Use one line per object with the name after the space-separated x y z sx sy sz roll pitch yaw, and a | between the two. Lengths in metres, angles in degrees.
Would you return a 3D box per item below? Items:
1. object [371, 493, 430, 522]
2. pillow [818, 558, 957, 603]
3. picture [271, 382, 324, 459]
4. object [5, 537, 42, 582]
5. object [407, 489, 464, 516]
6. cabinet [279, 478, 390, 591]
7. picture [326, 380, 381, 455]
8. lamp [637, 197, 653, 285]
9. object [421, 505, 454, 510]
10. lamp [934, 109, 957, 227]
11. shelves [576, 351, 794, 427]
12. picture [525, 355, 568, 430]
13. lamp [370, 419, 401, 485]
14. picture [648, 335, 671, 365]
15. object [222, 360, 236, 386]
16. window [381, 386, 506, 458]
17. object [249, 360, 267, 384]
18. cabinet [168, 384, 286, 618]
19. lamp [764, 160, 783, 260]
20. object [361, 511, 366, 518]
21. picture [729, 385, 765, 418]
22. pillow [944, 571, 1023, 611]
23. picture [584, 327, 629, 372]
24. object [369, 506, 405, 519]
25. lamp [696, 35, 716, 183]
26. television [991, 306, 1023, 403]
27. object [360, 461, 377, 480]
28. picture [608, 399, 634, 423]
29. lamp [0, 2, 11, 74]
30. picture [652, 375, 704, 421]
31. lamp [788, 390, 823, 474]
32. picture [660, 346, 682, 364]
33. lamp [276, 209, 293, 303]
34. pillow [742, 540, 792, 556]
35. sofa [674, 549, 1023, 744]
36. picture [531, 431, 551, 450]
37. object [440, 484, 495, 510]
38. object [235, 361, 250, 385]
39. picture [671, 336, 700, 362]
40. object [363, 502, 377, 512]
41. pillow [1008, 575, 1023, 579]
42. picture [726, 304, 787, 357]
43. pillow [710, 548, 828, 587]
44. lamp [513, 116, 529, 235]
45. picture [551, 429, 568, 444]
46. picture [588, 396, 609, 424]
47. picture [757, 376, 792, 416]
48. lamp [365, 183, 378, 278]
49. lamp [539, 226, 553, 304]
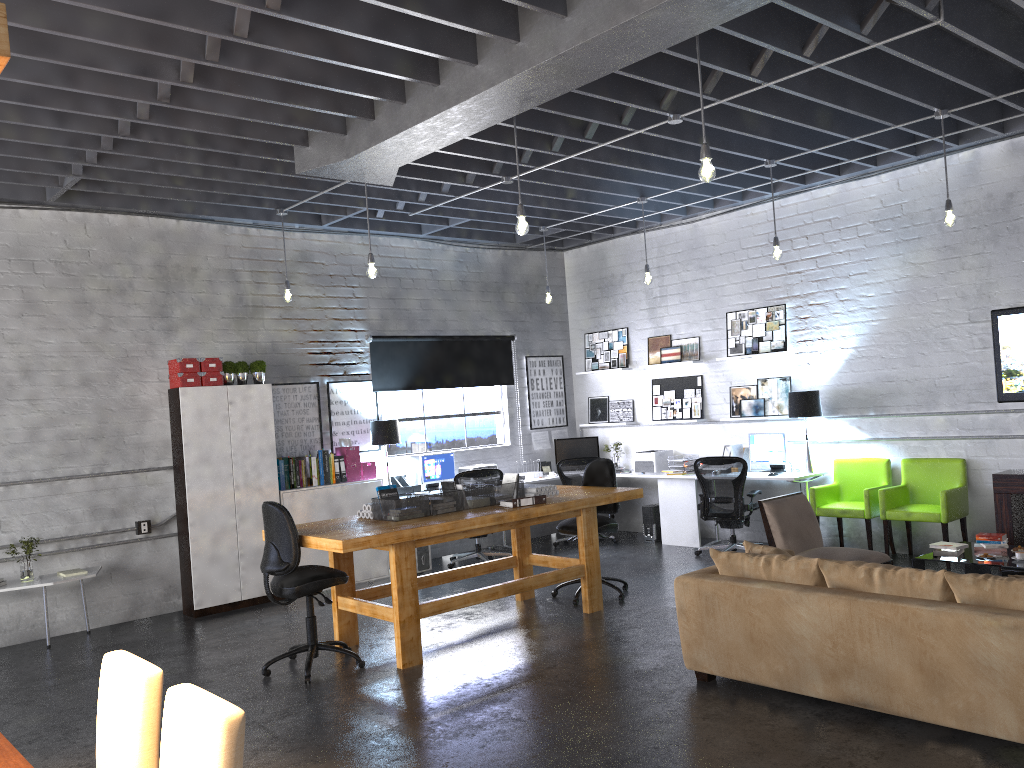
-0.806 0.892 6.416 0.306 0.156 0.317 -3 -2 -41 | object
1.943 1.090 4.498 0.291 0.402 0.667 -3 -1 -41 | pillow
-2.222 0.378 9.064 0.606 0.780 0.020 -3 -1 -41 | picture
-3.942 1.423 7.195 0.271 0.363 0.297 -4 -1 -6 | object
-0.575 0.880 6.618 0.306 0.156 0.317 -3 -2 -41 | object
-1.883 1.523 8.986 1.151 1.021 0.466 -3 -1 -41 | cabinet
-1.694 0.352 9.524 0.606 0.780 0.020 -3 -1 -41 | picture
1.348 -1.440 8.968 0.104 0.878 0.104 -4 0 -41 | lamp
-0.578 0.915 6.620 0.234 0.022 0.185 -5 -2 42 | object
3.293 -1.629 6.728 0.104 0.878 0.104 -4 0 3 | lamp
1.909 0.102 10.337 0.199 0.694 3.026 -4 -1 -41 | shelves
0.451 0.102 11.406 0.658 0.935 0.020 -3 -1 -41 | picture
-1.345 0.805 9.525 0.333 0.832 0.333 -4 0 10 | lamp
1.761 -0.401 10.589 0.042 0.343 0.355 -4 -1 -41 | picture
-2.658 -0.099 8.282 0.171 0.240 0.169 -4 -1 -12 | object
-0.807 0.183 10.433 1.821 1.219 0.030 -3 -1 -41 | window
-2.422 -0.112 8.463 0.171 0.240 0.169 -3 -1 -42 | object
-2.635 1.044 8.234 0.872 2.047 0.291 -4 -1 -41 | cabinet
2.319 -1.534 7.850 0.104 0.878 0.104 -4 0 -41 | lamp
-0.862 0.954 6.765 0.635 0.057 0.058 -3 -1 -41 | object
2.569 0.189 9.690 0.054 0.345 0.452 -4 -1 -41 | picture
2.364 1.050 4.001 0.308 0.386 0.663 -3 -1 -39 | pillow
1.189 -0.427 11.229 0.058 0.503 0.750 -4 -1 -41 | picture
-0.788 0.946 6.680 0.635 0.057 0.058 -3 -1 -41 | object
1.014 -1.515 4.739 0.104 0.878 0.104 -4 0 3 | lamp
4.653 -0.282 7.262 0.021 0.816 1.325 -4 -1 -41 | television
-1.548 0.906 9.285 0.161 0.177 0.214 -3 -1 -41 | object
1.363 0.341 11.095 0.036 0.277 0.410 -4 -1 -41 | picture
-1.784 -1.209 2.289 0.366 1.841 2.131 -4 -1 -41 | lamp
1.936 0.171 10.419 0.058 0.503 0.750 -4 -1 -41 | picture
2.973 0.487 8.950 0.333 0.832 0.333 -4 0 10 | lamp
1.870 -0.339 10.441 0.029 0.196 0.311 -4 -1 -41 | picture
-2.145 -1.207 8.377 0.104 0.878 0.104 -4 0 -41 | lamp
1.569 1.133 5.251 0.319 0.403 0.523 -4 -1 -21 | pillow
2.126 1.336 4.676 1.104 0.628 2.332 -3 -2 -41 | sofa
0.373 0.720 11.286 0.289 0.221 0.036 -3 -1 -41 | picture
-0.343 0.869 6.820 0.306 0.156 0.317 -3 -2 -41 | object
-2.564 -0.103 8.400 0.169 0.240 0.171 -4 -1 -2 | object
2.013 -0.393 10.296 0.036 0.277 0.410 -4 -1 -41 | picture
-0.847 0.903 6.744 0.635 0.057 0.057 -3 -1 -41 | object
2.596 1.014 4.228 0.550 0.423 0.243 -4 -1 -1 | pillow
2.629 -0.567 9.570 0.058 0.503 0.750 -4 -1 -41 | picture
1.500 1.133 5.007 0.291 0.402 0.705 -3 -1 -41 | pillow
0.040 -1.420 5.861 0.104 0.878 0.104 -4 0 -41 | lamp
0.635 0.707 11.515 0.289 0.221 0.036 -3 -1 -41 | picture
1.111 0.333 11.387 0.042 0.343 0.355 -4 -1 -41 | picture
2.794 0.136 9.442 0.047 0.408 0.410 -4 -1 -41 | picture
-1.175 -1.302 7.260 0.104 0.878 0.104 -4 0 -41 | lamp
0.389 -1.346 10.073 0.104 0.878 0.104 -4 0 -41 | lamp
